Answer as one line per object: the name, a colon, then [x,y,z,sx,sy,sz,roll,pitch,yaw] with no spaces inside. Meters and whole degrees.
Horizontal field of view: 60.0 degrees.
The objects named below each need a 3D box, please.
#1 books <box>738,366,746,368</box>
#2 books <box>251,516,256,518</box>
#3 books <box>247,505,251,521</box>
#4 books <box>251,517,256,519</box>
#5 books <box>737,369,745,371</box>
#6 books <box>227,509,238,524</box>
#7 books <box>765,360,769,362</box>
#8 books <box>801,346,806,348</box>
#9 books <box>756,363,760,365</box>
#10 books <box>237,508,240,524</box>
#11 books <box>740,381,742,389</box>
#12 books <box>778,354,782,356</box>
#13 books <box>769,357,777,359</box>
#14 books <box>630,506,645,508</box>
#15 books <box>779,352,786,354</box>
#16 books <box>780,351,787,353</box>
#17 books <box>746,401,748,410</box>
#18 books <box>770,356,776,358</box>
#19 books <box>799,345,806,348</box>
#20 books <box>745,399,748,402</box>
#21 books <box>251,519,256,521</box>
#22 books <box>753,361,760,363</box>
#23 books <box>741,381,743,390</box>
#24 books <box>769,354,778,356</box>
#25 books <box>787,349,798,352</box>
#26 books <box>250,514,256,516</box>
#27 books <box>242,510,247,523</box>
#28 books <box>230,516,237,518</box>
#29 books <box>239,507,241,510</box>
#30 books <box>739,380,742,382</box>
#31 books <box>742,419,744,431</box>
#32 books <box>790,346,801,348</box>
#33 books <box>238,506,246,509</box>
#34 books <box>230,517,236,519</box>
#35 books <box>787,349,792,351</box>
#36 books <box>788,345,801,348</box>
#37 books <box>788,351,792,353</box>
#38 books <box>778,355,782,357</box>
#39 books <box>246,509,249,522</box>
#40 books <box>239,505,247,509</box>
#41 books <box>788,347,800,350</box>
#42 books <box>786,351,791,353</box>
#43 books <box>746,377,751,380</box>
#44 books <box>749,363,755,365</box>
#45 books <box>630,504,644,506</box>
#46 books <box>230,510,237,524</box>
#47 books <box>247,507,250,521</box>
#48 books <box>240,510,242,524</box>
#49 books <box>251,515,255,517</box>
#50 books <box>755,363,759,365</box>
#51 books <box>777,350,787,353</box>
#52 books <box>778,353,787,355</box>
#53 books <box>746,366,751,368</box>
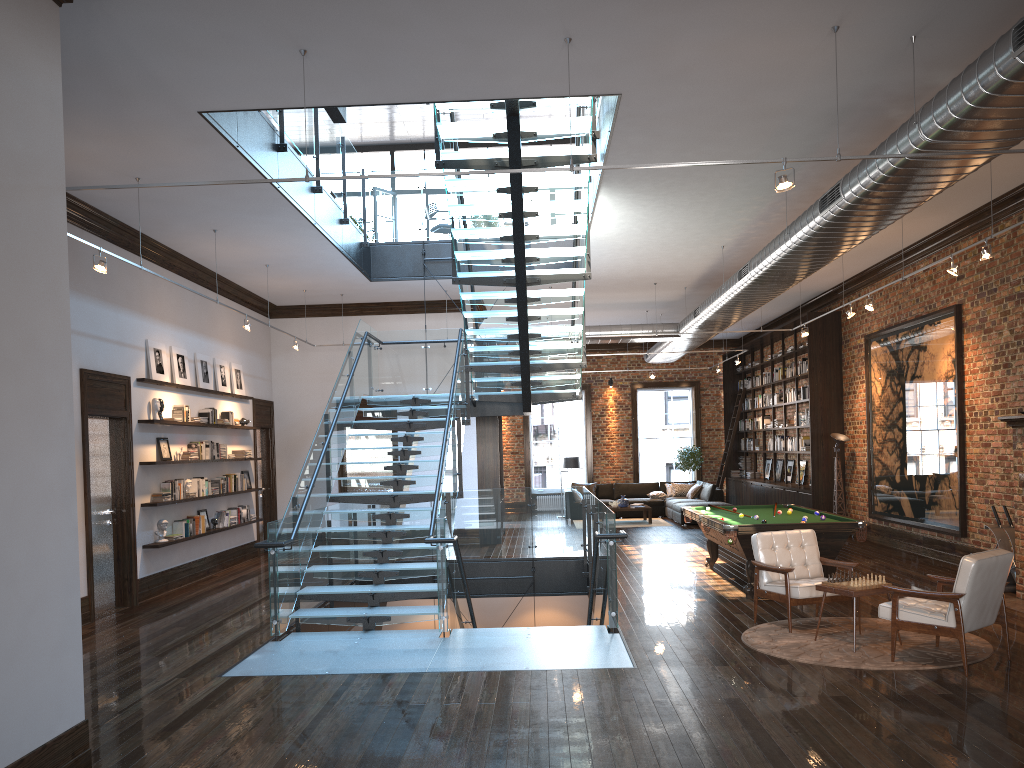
books: [6.015,-0.439,23.036,0.190,0.017,0.300,-2,-4,0]
books: [-4.260,2.160,14.395,0.159,0.014,0.183,-2,-4,2]
books: [-4.270,2.068,14.206,0.156,0.258,0.042,-2,1,2]
books: [-4.263,2.174,14.382,0.156,0.015,0.211,-2,-4,2]
books: [5.999,-0.360,23.038,0.213,0.014,0.357,-2,-4,-2]
books: [-4.286,2.039,13.611,0.162,0.230,0.011,-2,1,2]
books: [5.926,-0.527,20.265,0.191,0.015,0.375,-2,-4,-1]
books: [5.818,-0.724,17.500,0.214,0.012,0.252,-2,-4,6]
books: [5.947,-0.469,21.157,0.206,0.018,0.324,-2,-4,-1]
books: [-4.282,2.036,13.690,0.164,0.247,0.011,-2,1,2]
books: [6.006,0.067,22.966,0.177,0.269,0.029,-2,1,2]
books: [5.884,-0.623,19.139,0.213,0.014,0.282,-2,-4,4]
books: [5.905,-0.582,19.869,0.219,0.016,0.367,-2,-4,3]
books: [2.745,2.685,19.361,0.261,0.024,0.206,0,-4,-21]
books: [5.899,-0.671,19.138,0.171,0.021,0.307,-2,-4,-2]
books: [5.901,-0.686,19.138,0.180,0.010,0.278,-2,-4,1]
books: [6.008,0.554,22.415,0.191,0.229,0.034,-2,1,2]
books: [5.920,-0.611,19.868,0.187,0.011,0.380,-2,-4,3]
books: [5.817,-0.739,17.500,0.219,0.019,0.329,-2,-4,5]
books: [6.015,0.521,22.474,0.189,0.303,0.014,-2,1,2]
books: [-4.255,2.205,14.379,0.141,0.006,0.217,-2,-4,2]
books: [5.970,-0.530,21.697,0.192,0.007,0.365,-2,-4,4]
books: [5.993,0.056,22.758,0.190,0.263,0.066,-2,0,2]
books: [5.900,-0.650,19.868,0.215,0.015,0.320,-2,-4,-1]
books: [5.862,-0.698,18.423,0.206,0.008,0.334,-2,-4,5]
books: [-4.266,2.132,14.389,0.152,0.013,0.196,-2,-4,2]
books: [-4.264,2.078,13.938,0.168,0.202,0.095,-2,0,2]
books: [-4.292,2.020,13.444,0.141,0.011,0.288,-2,-4,6]
books: [-4.283,2.045,13.836,0.124,0.250,0.013,-2,1,2]
books: [6.024,0.058,23.114,0.180,0.307,0.014,-2,1,2]
books: [6.034,1.056,22.882,0.187,0.297,0.016,-2,1,2]
books: [5.872,-0.764,18.421,0.168,0.015,0.370,-2,-4,6]
books: [-4.280,2.061,14.066,0.122,0.252,0.013,-2,1,2]
books: [-4.293,2.031,13.444,0.142,0.011,0.257,-2,-4,-3]
books: [5.858,-0.712,18.423,0.216,0.020,0.235,-2,-4,-1]
books: [5.871,-0.780,18.421,0.188,0.017,0.276,-2,-4,4]
books: [5.863,-0.662,18.423,0.217,0.010,0.342,-2,-4,1]
books: [5.873,-0.601,19.140,0.228,0.011,0.373,-2,-4,5]
books: [-4.260,2.089,14.087,0.151,0.197,0.029,-2,1,2]
books: [-4.285,2.063,14.143,0.130,0.262,0.060,-2,0,2]
books: [5.875,-0.739,18.422,0.169,0.034,0.286,-1,-4,-3]
books: [5.855,-0.674,18.423,0.227,0.015,0.276,-2,-4,0]
books: [5.997,-0.012,22.337,0.168,0.338,0.016,-2,1,2]
books: [5.959,-0.495,21.698,0.216,0.018,0.377,-2,-4,0]
books: [2.775,2.682,19.700,0.206,0.028,0.262,-4,-5,34]
books: [-4.289,2.041,13.599,0.142,0.224,0.012,-2,1,2]
books: [-4.267,2.078,14.168,0.139,0.232,0.051,-2,1,2]
books: [-4.272,2.059,13.712,0.176,0.203,0.034,-2,1,2]
books: [-4.265,2.145,14.380,0.125,0.014,0.214,-2,-4,2]
books: [5.950,-0.485,21.157,0.210,0.014,0.291,-2,-4,1]
books: [5.882,-0.699,19.138,0.205,0.017,0.360,-2,-4,-1]
books: [5.886,-0.645,19.139,0.193,0.030,0.313,-1,-4,-3]
books: [5.964,-0.427,22.092,0.229,0.033,0.273,-2,-4,5]
